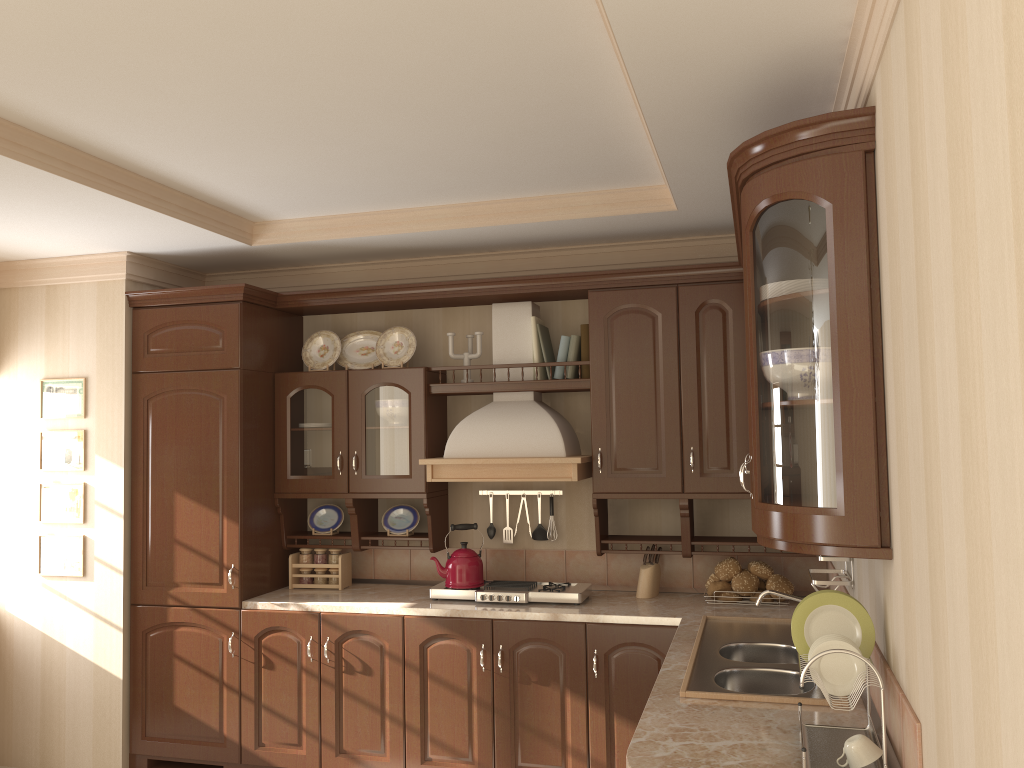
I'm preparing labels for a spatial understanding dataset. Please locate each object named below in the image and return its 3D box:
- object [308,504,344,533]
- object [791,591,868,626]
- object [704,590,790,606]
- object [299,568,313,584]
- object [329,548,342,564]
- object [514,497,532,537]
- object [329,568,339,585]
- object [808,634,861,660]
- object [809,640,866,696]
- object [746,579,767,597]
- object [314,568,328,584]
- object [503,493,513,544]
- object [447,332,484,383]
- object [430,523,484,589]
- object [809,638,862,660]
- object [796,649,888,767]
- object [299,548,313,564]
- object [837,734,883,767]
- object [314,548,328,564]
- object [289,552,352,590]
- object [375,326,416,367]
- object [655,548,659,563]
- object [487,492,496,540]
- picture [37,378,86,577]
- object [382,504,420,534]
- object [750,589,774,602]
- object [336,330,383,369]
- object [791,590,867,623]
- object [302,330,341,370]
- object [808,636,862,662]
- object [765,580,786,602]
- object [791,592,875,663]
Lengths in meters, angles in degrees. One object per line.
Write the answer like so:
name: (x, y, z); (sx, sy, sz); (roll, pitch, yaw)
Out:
object: (-0.948, 0.685, 4.514); (0.202, 0.143, 0.071); (-2, -3, 14)
object: (0.787, 0.607, 2.180); (0.193, 0.188, 0.047); (-2, -3, 16)
object: (1.031, 0.926, 3.892); (0.364, 0.060, 0.199); (-2, -3, 15)
object: (-1.038, 0.968, 4.475); (0.068, 0.088, 0.068); (-3, -4, 32)
object: (-0.886, 0.863, 4.451); (0.068, 0.088, 0.068); (-3, -4, 32)
object: (0.052, 0.652, 4.342); (0.089, 0.195, 0.005); (-2, -3, 15)
object: (-0.885, 0.964, 4.445); (0.068, 0.088, 0.068); (-3, -4, 32)
object: (0.760, 0.650, 2.082); (0.123, 0.119, 0.034); (-2, -3, 15)
object: (0.742, 0.647, 2.021); (0.123, 0.119, 0.034); (-2, -3, 15)
object: (1.070, 0.903, 3.913); (0.114, 0.094, 0.098); (-1, -3, -4)
object: (-0.961, 0.966, 4.460); (0.068, 0.088, 0.068); (-3, -4, 32)
object: (-0.021, 0.662, 4.363); (0.051, 0.245, 0.003); (-2, -3, 15)
object: (-0.237, -0.124, 4.328); (0.163, 0.248, 0.174); (0, -4, -22)
object: (-0.234, 0.785, 4.070); (0.181, 0.282, 0.227); (-4, -4, 39)
object: (0.748, 0.648, 2.042); (0.123, 0.119, 0.034); (-2, -3, 15)
object: (0.755, 0.716, 2.060); (0.172, 0.275, 0.359); (-2, -3, 16)
object: (-1.040, 0.868, 4.480); (0.068, 0.088, 0.068); (-3, -4, 32)
object: (0.767, 0.806, 1.939); (0.085, 0.072, 0.073); (0, -4, -20)
object: (-0.963, 0.865, 4.466); (0.068, 0.088, 0.068); (-3, -4, 32)
object: (-0.964, 0.938, 4.463); (0.276, 0.170, 0.140); (-2, -3, 11)
object: (-0.576, -0.186, 4.394); (0.220, 0.210, 0.068); (-2, -3, 14)
object: (0.667, 0.836, 4.108); (0.051, 0.158, 0.016); (0, -4, -22)
object: (-0.102, 0.652, 4.384); (0.048, 0.231, 0.015); (-2, -3, 17)
picture: (-2.210, 0.455, 4.351); (0.268, 0.964, 0.010); (-2, -3, 15)
object: (-0.553, 0.671, 4.403); (0.202, 0.143, 0.071); (-2, -3, 14)
object: (1.084, 0.923, 3.852); (0.103, 0.060, 0.105); (-2, -3, 11)
object: (-0.756, -0.174, 4.502); (0.342, 0.209, 0.073); (-2, -3, 17)
object: (0.793, 0.608, 2.198); (0.193, 0.188, 0.047); (-2, -3, 16)
object: (-0.967, -0.173, 4.502); (0.220, 0.210, 0.068); (-2, -3, 14)
object: (0.754, 0.649, 2.062); (0.123, 0.119, 0.034); (-2, -3, 17)
object: (1.155, 0.899, 3.879); (0.091, 0.100, 0.125); (-2, -3, 11)
object: (0.782, 0.606, 2.163); (0.193, 0.188, 0.047); (-2, -3, 16)
